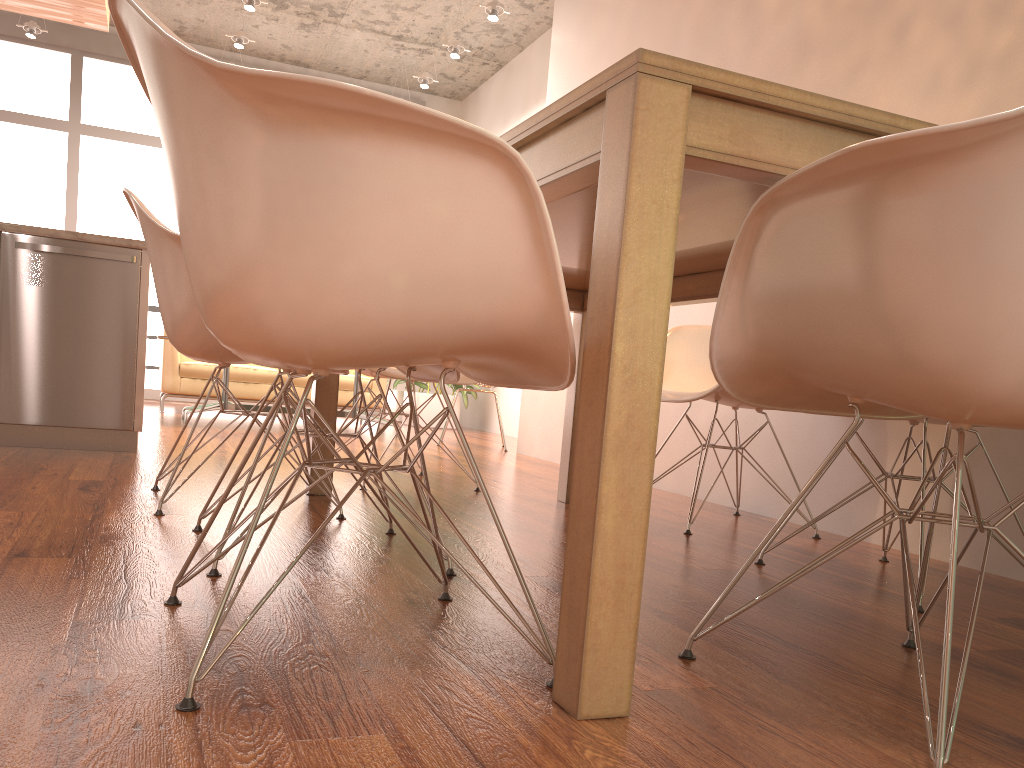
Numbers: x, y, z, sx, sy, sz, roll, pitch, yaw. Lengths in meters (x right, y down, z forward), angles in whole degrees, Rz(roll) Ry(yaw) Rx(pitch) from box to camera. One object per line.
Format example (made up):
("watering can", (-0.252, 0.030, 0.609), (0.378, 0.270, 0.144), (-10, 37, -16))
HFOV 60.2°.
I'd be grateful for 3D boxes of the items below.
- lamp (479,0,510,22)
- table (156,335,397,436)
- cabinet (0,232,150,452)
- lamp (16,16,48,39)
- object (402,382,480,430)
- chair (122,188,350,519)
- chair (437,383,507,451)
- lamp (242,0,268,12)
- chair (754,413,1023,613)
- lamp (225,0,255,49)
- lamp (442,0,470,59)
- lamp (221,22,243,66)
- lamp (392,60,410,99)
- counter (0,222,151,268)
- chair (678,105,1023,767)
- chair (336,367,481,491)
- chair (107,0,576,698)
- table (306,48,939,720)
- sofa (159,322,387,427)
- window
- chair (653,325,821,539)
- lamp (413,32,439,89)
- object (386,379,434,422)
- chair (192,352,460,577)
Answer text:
("lamp", (-0.105, -2.743, 6.049), (0.133, 0.486, 0.198), (8, 5, 35))
("table", (-1.576, 0.035, 6.384), (1.870, 0.564, 0.935), (5, 1, -22))
("cabinet", (-1.865, -0.884, 2.076), (1.913, 2.291, 4.224), (4, 1, -22))
("lamp", (-3.878, -3.054, 7.146), (0.133, 0.486, 0.198), (8, 5, 35))
("object", (-0.632, -0.647, 8.119), (0.966, 2.121, 1.073), (4, 4, -9))
("chair", (-0.809, -0.078, 2.584), (0.642, 0.868, 0.680), (3, 3, -28))
("chair", (-0.210, -0.023, 5.996), (0.561, 0.908, 0.540), (5, 4, -2))
("lamp", (-1.827, -2.887, 6.223), (0.133, 0.486, 0.198), (8, 5, 35))
("chair", (1.062, 0.078, 2.221), (0.642, 0.868, 0.681), (3, 4, -33))
("lamp", (-2.138, -2.908, 6.978), (0.133, 0.486, 0.198), (8, 5, 35))
("lamp", (-0.416, -2.764, 6.804), (0.133, 0.486, 0.198), (8, 5, 35))
("lamp", (-2.449, -2.929, 7.734), (0.133, 0.486, 0.198), (8, 5, 35))
("lamp", (-1.038, -2.806, 8.314), (0.133, 0.486, 0.198), (8, 5, 35))
("counter", (-1.458, -1.243, 2.838), (3.215, 1.357, 3.053), (5, 1, -22))
("chair", (0.645, 0.035, 1.208), (0.683, 0.868, 0.639), (3, 4, -28))
("chair", (-0.452, -0.041, 3.535), (0.683, 0.868, 0.640), (3, 4, -37))
("chair", (-0.262, -0.047, 1.301), (0.642, 0.855, 0.680), (3, 3, -28))
("table", (0.195, 0.028, 2.212), (1.025, 0.815, 2.063), (4, 1, -22))
("sofa", (-2.040, -0.135, 7.555), (1.801, 0.844, 0.874), (5, 2, -22))
("window", (-4.987, -1.636, 7.714), (8.557, 3.306, 0.061), (5, 5, -22))
("chair", (0.790, 0.061, 3.053), (0.642, 0.868, 0.680), (3, 3, -23))
("lamp", (-0.727, -2.785, 7.559), (0.133, 0.486, 0.198), (8, 5, 35))
("object", (-0.902, -0.665, 8.737), (1.080, 2.121, 0.959), (5, 4, -4))
("chair", (-0.457, -0.052, 1.967), (0.642, 0.868, 0.680), (3, 3, -28))
